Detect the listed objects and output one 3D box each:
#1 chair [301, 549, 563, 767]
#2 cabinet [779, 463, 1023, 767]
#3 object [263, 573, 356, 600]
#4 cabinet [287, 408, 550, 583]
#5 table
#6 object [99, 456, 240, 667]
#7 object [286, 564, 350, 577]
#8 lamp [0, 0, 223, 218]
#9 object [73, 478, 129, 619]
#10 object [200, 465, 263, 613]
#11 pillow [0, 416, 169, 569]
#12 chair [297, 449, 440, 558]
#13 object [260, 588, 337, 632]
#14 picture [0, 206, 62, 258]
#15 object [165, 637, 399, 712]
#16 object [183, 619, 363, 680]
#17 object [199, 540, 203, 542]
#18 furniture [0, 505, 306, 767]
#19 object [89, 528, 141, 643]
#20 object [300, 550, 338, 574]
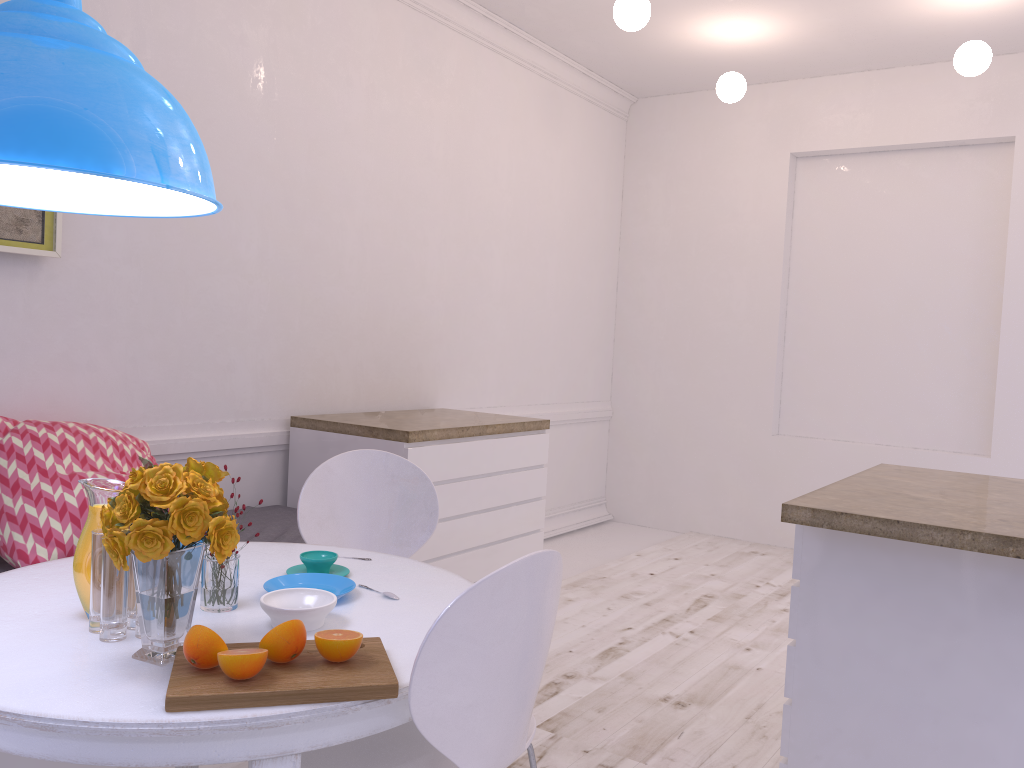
[{"bbox_3d":[-0.178,0.693,1.674,0.483,0.845,0.604,5,3,34],"label":"chair"},{"bbox_3d":[1.233,0.729,2.491,0.654,0.842,1.167,5,3,34],"label":"cabinet"},{"bbox_3d":[-0.439,0.447,1.926,0.196,0.023,0.196,4,3,21],"label":"object"},{"bbox_3d":[-0.398,0.573,4.013,0.654,0.842,1.036,5,3,34],"label":"cabinet"},{"bbox_3d":[-0.608,0.770,1.847,1.140,0.629,1.140,2,3,-28],"label":"table"},{"bbox_3d":[-0.583,0.294,1.537,0.234,0.351,0.235,3,3,-1],"label":"object"},{"bbox_3d":[-0.457,0.445,2.092,0.147,0.011,0.147,5,3,36],"label":"object"},{"bbox_3d":[-0.735,-1.293,1.450,0.568,1.948,0.568,2,3,-22],"label":"lamp"},{"bbox_3d":[-0.780,0.318,1.710,0.116,0.267,0.094,1,3,-30],"label":"object"},{"bbox_3d":[-0.592,0.313,1.816,0.128,0.287,0.128,5,3,35],"label":"object"},{"bbox_3d":[-1.338,0.319,2.766,0.491,0.424,0.587,5,3,36],"label":"pillow"},{"bbox_3d":[-0.390,0.640,2.579,0.604,0.845,0.483,2,3,-21],"label":"chair"},{"bbox_3d":[-0.417,0.443,1.731,0.147,0.052,0.147,2,3,-14],"label":"object"},{"bbox_3d":[-1.713,-0.715,2.444,0.020,0.629,0.971,5,3,34],"label":"picture"},{"bbox_3d":[-0.376,0.472,1.460,0.347,0.024,0.224,2,3,-16],"label":"object"},{"bbox_3d":[-0.380,0.425,1.433,0.285,0.075,0.129,2,3,-20],"label":"object"},{"bbox_3d":[-0.749,0.369,1.889,0.156,0.151,0.150,5,3,37],"label":"object"},{"bbox_3d":[-1.600,0.764,2.162,0.769,0.508,3.296,5,3,34],"label":"furniture"},{"bbox_3d":[-0.709,0.366,1.632,0.122,0.186,0.101,2,3,-26],"label":"object"},{"bbox_3d":[-0.456,0.424,2.091,0.088,0.043,0.088,5,4,41],"label":"object"}]
